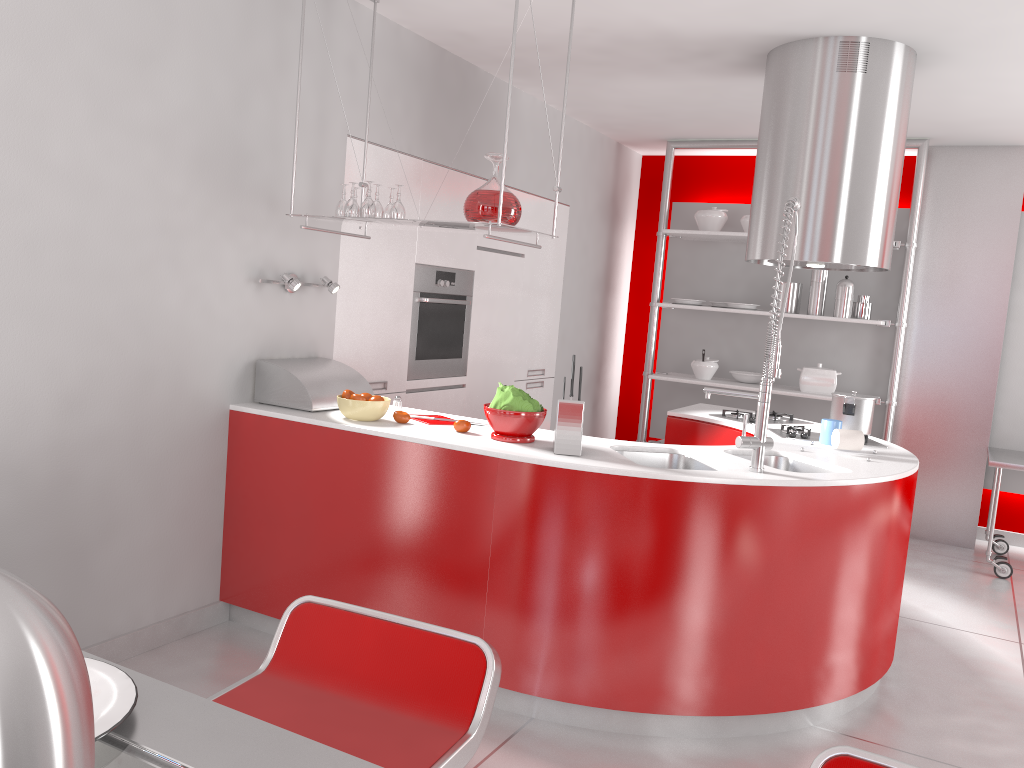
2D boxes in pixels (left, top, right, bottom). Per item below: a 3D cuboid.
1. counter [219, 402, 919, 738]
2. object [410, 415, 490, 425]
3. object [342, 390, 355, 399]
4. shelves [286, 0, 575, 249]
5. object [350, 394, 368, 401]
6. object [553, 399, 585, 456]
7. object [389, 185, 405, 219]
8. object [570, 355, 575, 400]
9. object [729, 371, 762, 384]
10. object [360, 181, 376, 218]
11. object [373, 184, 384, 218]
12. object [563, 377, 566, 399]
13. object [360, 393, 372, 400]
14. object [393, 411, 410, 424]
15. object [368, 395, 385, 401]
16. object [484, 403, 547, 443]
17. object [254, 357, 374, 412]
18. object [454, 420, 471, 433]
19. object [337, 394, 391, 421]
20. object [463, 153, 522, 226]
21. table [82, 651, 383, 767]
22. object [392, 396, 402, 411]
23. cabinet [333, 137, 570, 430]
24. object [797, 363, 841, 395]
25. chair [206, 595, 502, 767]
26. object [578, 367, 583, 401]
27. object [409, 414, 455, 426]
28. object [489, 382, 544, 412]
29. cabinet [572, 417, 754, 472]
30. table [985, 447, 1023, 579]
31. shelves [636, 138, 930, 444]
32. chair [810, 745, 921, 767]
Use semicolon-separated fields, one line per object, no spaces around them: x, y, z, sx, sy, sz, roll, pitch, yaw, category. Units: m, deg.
0.399;0.629;3.674;2.865;0.880;1.868;2;6;-29;counter
-0.248;0.140;3.485;0.375;0.008;0.041;5;6;4;object
-0.621;0.051;3.394;0.055;0.058;0.066;6;6;13;object
-0.302;-1.057;3.310;0.934;1.023;0.462;8;6;27;shelves
-0.579;0.063;3.352;0.065;0.052;0.062;6;6;12;object
0.193;0.141;3.013;0.091;0.178;0.137;5;6;0;object
-0.430;-0.679;3.348;0.060;0.141;0.060;8;6;27;object
0.201;0.063;3.033;0.014;0.322;0.150;5;6;-2;object
1.671;-0.042;6.274;0.272;0.072;0.272;4;6;-9;object
-0.535;-0.683;3.309;0.060;0.141;0.060;5;6;4;object
-0.518;-0.690;3.392;0.060;0.141;0.060;8;6;27;object
0.173;0.075;3.025;0.009;0.197;0.091;5;6;-2;object
-0.562;0.059;3.412;0.066;0.049;0.062;7;6;24;object
-0.418;0.127;3.356;0.065;0.047;0.063;8;6;27;object
-0.515;0.067;3.365;0.066;0.049;0.062;9;7;35;object
0.007;0.142;3.184;0.229;0.118;0.228;5;6;-1;object
-0.803;-0.005;3.660;0.300;0.170;0.400;8;6;27;object
-0.183;0.154;3.257;0.064;0.048;0.063;5;6;5;object
-0.564;0.094;3.365;0.201;0.086;0.201;8;6;28;object
-0.066;-0.699;3.227;0.213;0.266;0.213;1;7;-34;object
-0.217;0.843;0.360;1.700;1.000;0.800;8;6;27;table
-0.472;0.081;3.658;0.043;0.066;0.042;10;7;40;object
-0.518;-0.175;5.186;0.614;2.026;2.398;8;6;27;cabinet
2.059;-0.041;5.967;0.282;0.197;0.235;7;6;17;object
-0.311;0.813;1.315;0.418;0.857;0.460;7;6;22;chair
0.227;0.082;3.025;0.012;0.279;0.130;5;6;-2;object
-0.305;0.141;3.495;0.168;0.006;0.266;1;7;-36;object
0.021;0.090;3.175;0.198;0.182;0.193;8;7;33;object
0.183;0.564;3.831;1.875;0.761;1.025;3;6;-17;cabinet
3.605;0.859;5.106;1.627;0.682;0.749;8;6;28;table
1.767;-0.362;6.112;1.735;2.599;0.535;8;6;27;shelves
0.424;0.914;0.929;0.418;0.857;0.460;8;7;32;chair
